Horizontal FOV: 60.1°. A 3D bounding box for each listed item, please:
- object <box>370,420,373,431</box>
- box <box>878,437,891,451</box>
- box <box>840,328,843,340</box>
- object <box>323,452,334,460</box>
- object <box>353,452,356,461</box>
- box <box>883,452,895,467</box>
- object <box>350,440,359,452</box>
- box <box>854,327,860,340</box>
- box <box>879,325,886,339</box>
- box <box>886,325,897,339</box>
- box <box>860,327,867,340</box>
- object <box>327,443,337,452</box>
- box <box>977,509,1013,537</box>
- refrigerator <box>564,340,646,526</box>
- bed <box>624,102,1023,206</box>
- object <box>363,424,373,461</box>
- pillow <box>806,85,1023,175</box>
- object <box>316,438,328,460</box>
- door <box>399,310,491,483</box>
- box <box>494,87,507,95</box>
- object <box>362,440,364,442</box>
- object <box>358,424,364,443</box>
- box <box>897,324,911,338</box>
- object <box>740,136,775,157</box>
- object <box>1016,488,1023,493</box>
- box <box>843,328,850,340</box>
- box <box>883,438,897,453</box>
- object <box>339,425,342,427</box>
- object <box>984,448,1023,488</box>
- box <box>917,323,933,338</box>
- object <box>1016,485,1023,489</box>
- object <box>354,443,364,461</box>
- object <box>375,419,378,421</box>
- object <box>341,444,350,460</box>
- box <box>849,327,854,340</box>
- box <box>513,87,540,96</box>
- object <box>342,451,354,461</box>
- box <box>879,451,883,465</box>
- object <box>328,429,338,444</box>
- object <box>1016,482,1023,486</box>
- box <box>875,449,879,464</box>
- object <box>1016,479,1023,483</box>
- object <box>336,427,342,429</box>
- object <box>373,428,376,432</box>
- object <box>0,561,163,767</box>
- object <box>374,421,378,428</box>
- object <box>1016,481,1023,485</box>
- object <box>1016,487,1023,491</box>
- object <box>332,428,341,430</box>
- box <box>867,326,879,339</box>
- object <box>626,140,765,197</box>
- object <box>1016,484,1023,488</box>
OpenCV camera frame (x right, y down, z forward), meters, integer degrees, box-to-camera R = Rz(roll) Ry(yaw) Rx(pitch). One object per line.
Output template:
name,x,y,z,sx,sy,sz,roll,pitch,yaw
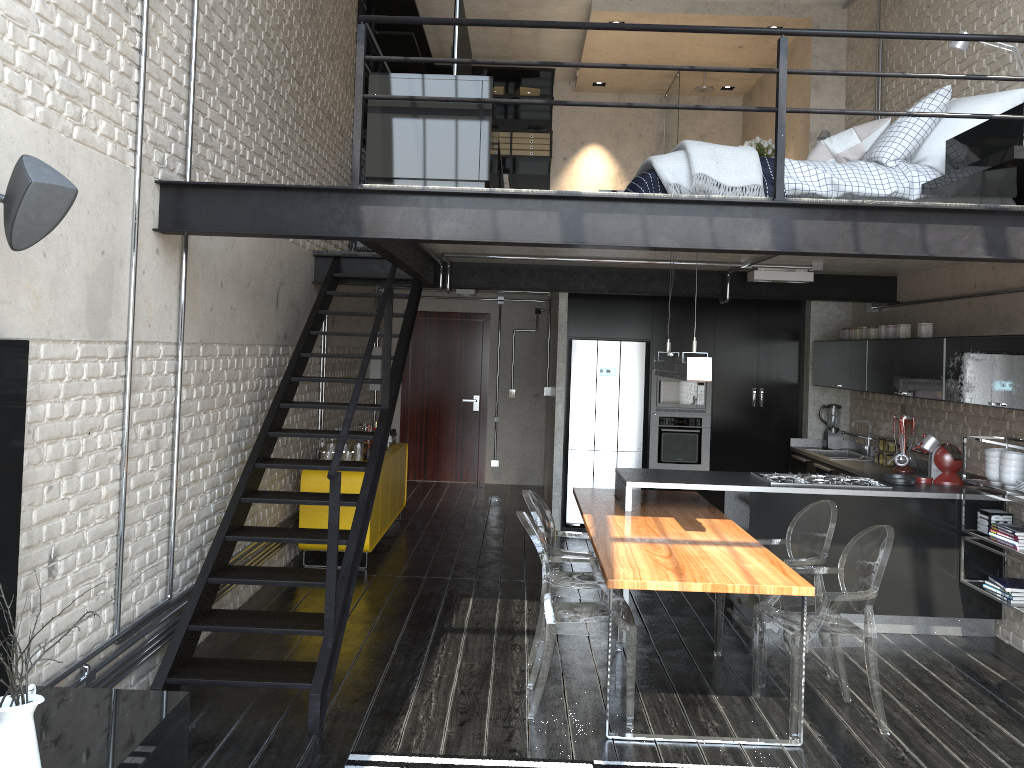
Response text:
object,-1.218,0.478,7.614,0.080,0.330,0.079,2,-1,-9
box,3.026,0.487,7.175,0.081,0.111,0.081,2,0,-24
box,2.952,-0.438,7.825,0.081,0.111,0.081,2,0,1
object,-1.449,0.597,6.984,0.095,0.120,0.096,2,0,-38
object,-1.307,0.606,7.160,0.093,0.099,0.092,2,0,38
box,3.009,0.600,7.059,0.081,0.111,0.081,2,0,11
object,-1.334,0.536,7.571,0.087,0.206,0.087,2,-1,26
box,2.945,-0.425,7.490,0.081,0.111,0.081,2,0,1
box,2.942,-0.405,6.976,0.081,0.111,0.081,2,0,1
box,2.941,-0.400,6.840,0.081,0.111,0.081,2,0,1
box,2.945,-0.420,7.353,0.081,0.111,0.081,2,0,1
object,-1.476,0.569,7.242,0.087,0.155,0.087,2,-1,13
box,2.990,0.863,5.479,0.150,0.150,0.150,2,0,1
refrigerator,0.916,0.482,8.814,0.724,1.826,0.498,2,-1,1
bed,1.895,-1.385,6.506,2.695,0.842,4.480,2,2,1
object,-1.218,0.494,7.501,0.081,0.309,0.081,2,-1,-8
pillow,2.543,-1.605,6.290,1.144,0.733,2.138,2,2,-1
object,-1.522,0.529,7.092,0.092,0.245,0.092,2,-1,-16
door,-0.881,0.161,11.620,1.133,2.219,0.195,2,-1,1
box,-0.218,-3.710,11.400,0.263,0.126,0.401,2,2,6
object,-1.315,0.524,7.829,0.101,0.211,0.100,2,-1,16
object,-1.320,0.490,7.701,0.114,0.292,0.114,1,-1,29
box,2.942,-0.393,6.647,0.081,0.111,0.081,2,0,1
object,2.445,-2.126,8.836,0.391,0.654,0.355,2,-1,12
object,3.001,0.620,5.019,0.251,0.031,0.252,1,3,-31
box,2.940,-0.435,7.732,0.081,0.111,0.081,2,0,1
box,3.026,0.490,7.090,0.081,0.111,0.081,2,0,-4
object,-1.515,0.497,7.928,0.092,0.245,0.092,3,-1,-39
object,3.024,0.512,5.426,0.150,0.217,0.309,2,1,-2
box,2.942,-0.380,6.302,0.081,0.111,0.081,2,0,1
object,3.002,0.604,5.019,0.251,0.031,0.252,1,3,-31
object,-1.270,0.573,7.327,0.087,0.155,0.087,2,-1,13
object,-1.220,0.471,7.919,0.073,0.321,0.073,2,-1,-9
object,-1.372,0.572,7.254,0.087,0.155,0.087,2,-1,13
box,2.943,-0.429,7.585,0.081,0.111,0.081,2,0,1
box,0.179,-3.696,11.395,0.263,0.126,0.401,2,2,-14
object,-1.307,0.600,7.053,0.096,0.120,0.095,2,0,18
box,3.013,0.598,7.138,0.081,0.111,0.081,2,0,-4
object,-1.534,0.511,7.548,0.092,0.245,0.092,3,-1,-39
object,3.002,0.588,5.020,0.251,0.031,0.252,1,3,-31
box,3.010,0.594,7.224,0.081,0.111,0.081,2,0,6
object,3.003,0.571,5.020,0.251,0.031,0.252,1,3,-31
object,-1.516,0.502,7.804,0.092,0.245,0.092,3,-1,-39
object,-1.204,0.512,7.715,0.067,0.258,0.099,2,-1,6
object,-1.213,0.673,2.356,0.352,0.782,0.698,2,0,-2
object,-1.208,0.483,7.832,0.081,0.307,0.081,2,-1,-5
object,3.002,0.579,5.020,0.251,0.031,0.252,1,3,-31
object,3.001,0.612,5.019,0.251,0.031,0.252,1,3,-31
object,-1.526,0.506,7.671,0.092,0.245,0.092,3,-1,-39
box,2.943,-0.414,7.206,0.081,0.111,0.081,2,0,1
object,1.189,-1.296,6.270,0.681,0.659,2.518,2,2,2
object,3.002,0.596,5.020,0.251,0.031,0.252,1,3,-31
